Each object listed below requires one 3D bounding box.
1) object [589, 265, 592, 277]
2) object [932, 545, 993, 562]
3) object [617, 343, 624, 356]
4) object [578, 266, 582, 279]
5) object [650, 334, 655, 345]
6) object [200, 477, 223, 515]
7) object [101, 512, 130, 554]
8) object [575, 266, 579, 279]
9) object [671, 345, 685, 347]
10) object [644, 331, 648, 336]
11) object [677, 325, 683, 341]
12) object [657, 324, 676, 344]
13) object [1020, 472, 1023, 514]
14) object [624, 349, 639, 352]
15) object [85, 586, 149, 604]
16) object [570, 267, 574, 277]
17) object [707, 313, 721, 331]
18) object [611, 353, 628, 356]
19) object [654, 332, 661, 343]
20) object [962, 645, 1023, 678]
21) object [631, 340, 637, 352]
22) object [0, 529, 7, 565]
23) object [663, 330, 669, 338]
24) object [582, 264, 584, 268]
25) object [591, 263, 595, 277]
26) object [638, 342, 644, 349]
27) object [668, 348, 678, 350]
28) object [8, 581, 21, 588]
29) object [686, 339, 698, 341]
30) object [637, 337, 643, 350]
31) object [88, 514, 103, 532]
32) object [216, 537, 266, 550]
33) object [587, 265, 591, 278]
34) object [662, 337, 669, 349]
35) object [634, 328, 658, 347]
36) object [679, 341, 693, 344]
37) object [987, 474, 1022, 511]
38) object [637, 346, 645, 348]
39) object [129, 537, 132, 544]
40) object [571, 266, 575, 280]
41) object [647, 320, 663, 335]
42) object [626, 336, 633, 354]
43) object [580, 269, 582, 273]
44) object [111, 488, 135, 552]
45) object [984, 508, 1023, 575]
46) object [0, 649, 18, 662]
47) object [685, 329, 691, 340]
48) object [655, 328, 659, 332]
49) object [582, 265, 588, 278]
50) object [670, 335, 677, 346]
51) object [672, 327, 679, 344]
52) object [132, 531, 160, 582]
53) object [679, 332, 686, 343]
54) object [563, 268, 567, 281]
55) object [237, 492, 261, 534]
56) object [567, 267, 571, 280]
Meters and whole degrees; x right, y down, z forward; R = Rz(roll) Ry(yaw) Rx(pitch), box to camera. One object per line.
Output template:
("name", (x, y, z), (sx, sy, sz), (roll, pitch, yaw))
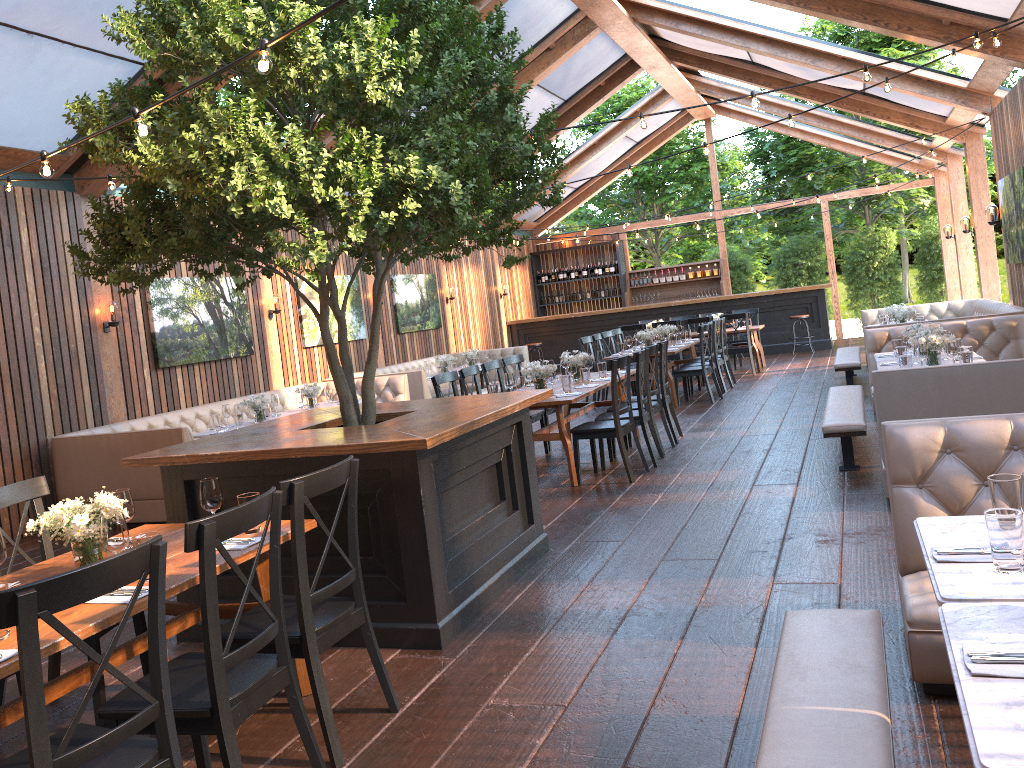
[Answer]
("object", (1.861, -2.690, 21.091), (0.077, 0.306, 0.077), (-6, 1, 38))
("object", (1.327, 0.472, 2.503), (0.254, 0.019, 0.158), (-5, 5, 22))
("object", (1.468, -0.465, 11.916), (0.092, 0.158, 0.091), (-8, 2, -32))
("object", (1.611, -2.659, 21.057), (0.077, 0.309, 0.077), (-7, 1, 0))
("object", (2.132, -0.677, 13.480), (0.092, 0.158, 0.091), (-9, 3, -42))
("object", (-1.240, 0.515, 3.666), (0.092, 0.244, 0.092), (-7, 2, -21))
("object", (-1.391, 0.580, 3.114), (0.092, 0.244, 0.092), (-7, 2, -21))
("object", (1.544, -2.658, 21.132), (0.078, 0.312, 0.078), (-7, 1, 17))
("object", (2.287, -0.531, 12.374), (0.254, 0.019, 0.158), (-5, 5, 22))
("object", (1.986, -0.661, 12.983), (0.092, 0.244, 0.092), (-8, 2, -26))
("object", (2.574, -0.779, 13.543), (0.092, 0.244, 0.092), (-8, 2, -26))
("object", (2.305, -0.755, 13.255), (0.329, 0.309, 0.336), (-8, 3, -12))
("object", (1.418, 0.359, 2.370), (0.092, 0.244, 0.092), (-7, 2, -21))
("object", (1.720, -0.485, 12.631), (0.254, 0.019, 0.158), (-5, 5, 22))
("object", (-1.318, 0.698, 2.956), (0.254, 0.019, 0.158), (-5, 5, 22))
("object", (1.427, -2.655, 21.261), (0.136, 0.315, 0.136), (-7, 2, -17))
("object", (3.524, -1.067, 15.206), (0.330, 0.309, 0.335), (-9, 4, -36))
("object", (1.488, -0.411, 12.083), (0.254, 0.019, 0.158), (-5, 5, 22))
("object", (1.974, -0.572, 11.942), (0.092, 0.244, 0.092), (-7, 2, -21))
("object", (1.065, 0.562, 1.812), (0.254, 0.019, 0.158), (-5, 5, 22))
("object", (1.711, -0.539, 12.454), (0.092, 0.158, 0.091), (-9, 3, -42))
("object", (-1.817, 0.633, 3.099), (0.092, 0.244, 0.092), (-7, 2, -21))
("object", (2.180, -0.643, 12.510), (0.092, 0.244, 0.092), (-8, 2, -26))
("object", (1.722, -2.695, 21.192), (0.087, 0.334, 0.087), (-7, 1, 2))
("object", (1.911, -2.694, 20.960), (0.081, 0.323, 0.081), (-7, 1, 0))
("object", (1.882, -0.601, 12.941), (0.092, 0.158, 0.091), (-9, 3, -42))
("object", (2.083, -0.461, 11.813), (0.254, 0.019, 0.158), (-5, 5, 22))
("object", (-1.918, 0.747, 3.233), (0.254, 0.019, 0.158), (-5, 5, 22))
("object", (2.693, -0.669, 13.408), (0.254, 0.019, 0.158), (-5, 5, 22))
("object", (1.818, -0.599, 12.498), (0.092, 0.244, 0.092), (-8, 2, -26))
("object", (-1.704, 0.620, 3.605), (0.092, 0.158, 0.091), (-8, 2, -32))
("object", (-1.121, 0.628, 3.506), (0.254, 0.019, 0.158), (-5, 5, 22))
("object", (1.827, -2.676, 20.994), (0.075, 0.302, 0.075), (-7, 1, 5))
("object", (2.090, -0.546, 11.987), (0.092, 0.158, 0.091), (-8, 2, -22))
("object", (1.881, -0.623, 12.294), (0.337, 0.309, 0.328), (-9, 4, -34))
("object", (2.510, -0.600, 12.849), (0.254, 0.019, 0.158), (-5, 5, 22))
("object", (1.513, 0.362, 2.705), (0.091, 0.158, 0.092), (-7, 2, 8))
("object", (1.893, -0.548, 13.127), (0.254, 0.019, 0.158), (-5, 5, 22))
("object", (-1.682, 0.672, 3.791), (0.254, 0.019, 0.158), (-5, 5, 22))
("object", (1.443, -2.656, 21.129), (0.087, 0.334, 0.087), (-7, 1, 2))
("object", (2.556, -0.983, 15.606), (0.337, 0.309, 0.329), (-8, 3, -13))
("object", (1.586, -0.526, 11.957), (0.092, 0.244, 0.092), (-7, 2, -21))
("object", (1.625, -2.671, 21.174), (0.078, 0.312, 0.078), (-7, 1, 17))
("object", (-1.603, 0.560, 3.655), (0.092, 0.244, 0.092), (-7, 2, -21))
("object", (1.310, 0.417, 2.345), (0.091, 0.158, 0.092), (-7, 2, 8))
("object", (-1.516, 0.764, 2.459), (0.254, 0.019, 0.158), (-5, 5, 22))
("object", (2.704, -0.753, 13.561), (0.092, 0.158, 0.091), (-9, 3, -42))
("object", (2.223, -0.735, 13.529), (0.092, 0.244, 0.092), (-8, 2, -26))
("object", (1.733, -2.676, 21.063), (0.136, 0.315, 0.136), (-7, 2, -17))
("object", (2.290, -0.615, 12.539), (0.092, 0.158, 0.091), (-9, 3, -42))
("object", (2.404, -0.711, 12.984), (0.092, 0.244, 0.092), (-8, 2, -26))
("object", (-1.282, 0.609, 3.119), (0.092, 0.158, 0.091), (-8, 2, -32))
("object", (2.513, -0.684, 13.013), (0.092, 0.158, 0.091), (-9, 3, -42))
("object", (1.274, -2.630, 21.219), (0.077, 0.306, 0.077), (-6, 1, 38))
("object", (-1.088, 0.539, 3.681), (0.091, 0.158, 0.092), (-7, 2, 8))
("object", (1.347, -2.643, 21.161), (0.081, 0.323, 0.081), (-7, 1, 0))
